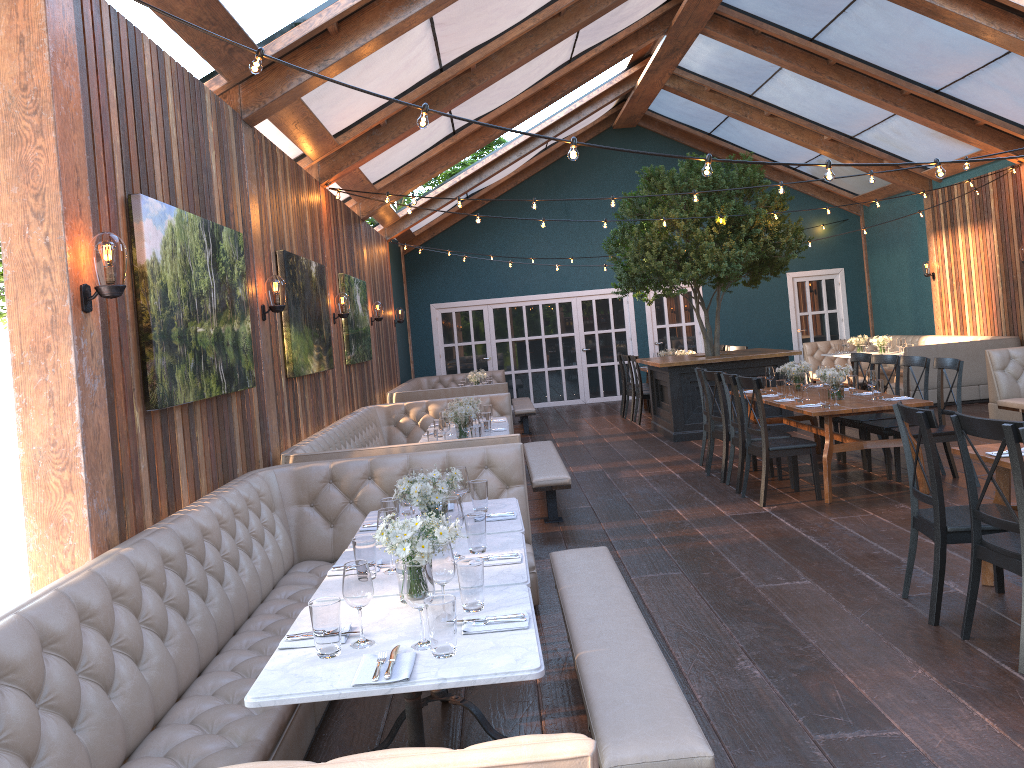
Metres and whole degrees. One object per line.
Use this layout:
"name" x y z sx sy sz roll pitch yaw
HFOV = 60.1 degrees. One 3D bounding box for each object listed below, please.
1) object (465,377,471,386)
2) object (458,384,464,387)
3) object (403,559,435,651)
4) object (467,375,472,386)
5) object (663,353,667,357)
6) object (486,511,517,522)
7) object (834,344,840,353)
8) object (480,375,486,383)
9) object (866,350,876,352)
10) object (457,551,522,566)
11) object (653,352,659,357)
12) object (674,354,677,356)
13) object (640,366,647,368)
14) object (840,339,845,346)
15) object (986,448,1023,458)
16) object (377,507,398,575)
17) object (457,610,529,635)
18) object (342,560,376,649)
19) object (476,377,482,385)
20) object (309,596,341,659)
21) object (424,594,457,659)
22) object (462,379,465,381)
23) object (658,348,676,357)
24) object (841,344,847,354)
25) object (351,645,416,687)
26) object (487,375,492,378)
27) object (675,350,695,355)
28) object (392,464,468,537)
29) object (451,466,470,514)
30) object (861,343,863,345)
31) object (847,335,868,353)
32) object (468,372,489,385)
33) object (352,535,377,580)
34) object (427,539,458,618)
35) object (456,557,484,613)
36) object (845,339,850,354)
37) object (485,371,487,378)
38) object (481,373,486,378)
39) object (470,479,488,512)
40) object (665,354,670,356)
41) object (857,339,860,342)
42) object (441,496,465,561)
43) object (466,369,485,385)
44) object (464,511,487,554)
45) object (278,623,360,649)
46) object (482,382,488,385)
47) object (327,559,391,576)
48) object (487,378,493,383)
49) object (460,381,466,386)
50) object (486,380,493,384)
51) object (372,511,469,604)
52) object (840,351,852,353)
"object" -0.656 0.026 13.247 0.092 0.244 0.092 -5 0 -43
"object" -0.753 0.083 13.158 0.092 0.158 0.091 -5 1 -15
"object" -0.268 0.644 2.587 0.092 0.244 0.092 -5 0 41
"object" -0.662 -0.020 14.014 0.092 0.244 0.092 -5 0 -43
"object" 2.500 -0.380 14.381 0.092 0.244 0.092 -5 0 41
"object" -0.104 0.639 4.277 0.255 0.019 0.158 -5 3 -1
"object" 5.612 -0.608 15.263 0.092 0.158 0.091 -5 1 -15
"object" -0.436 -0.004 13.419 0.092 0.244 0.092 -5 0 -43
"object" 6.046 -0.561 14.995 0.255 0.019 0.158 -5 3 -1
"object" -0.088 0.686 3.476 0.255 0.019 0.158 -5 3 -1
"object" 2.440 -0.410 14.953 0.092 0.244 0.092 -5 0 41
"object" 2.783 -0.450 15.113 0.092 0.244 0.092 -5 0 41
"object" 2.312 -0.291 15.044 0.255 0.019 0.158 -5 3 -1
"object" 5.675 -0.652 15.177 0.092 0.244 0.092 -5 0 41
"object" 2.529 0.339 4.431 0.255 0.019 0.158 -5 3 -1
"object" -0.476 0.610 3.443 0.092 0.244 0.092 -5 0 41
"object" -0.074 0.731 2.726 0.255 0.019 0.158 -5 3 -1
"object" -0.457 0.657 2.647 0.092 0.244 0.092 -5 0 41
"object" -0.491 0.015 13.179 0.092 0.244 0.092 -5 0 -43
"object" -0.540 0.711 2.580 0.092 0.158 0.091 -5 1 -15
"object" -0.197 0.686 2.500 0.092 0.158 0.091 -5 1 -15
"object" -0.776 -0.011 14.729 0.092 0.158 0.091 -5 1 -15
"object" 2.603 -0.445 14.747 0.329 0.309 0.336 -5 2 -3
"object" 5.584 -0.582 14.867 0.092 0.158 0.091 -5 1 -15
"object" -0.349 0.772 2.447 0.157 0.019 0.255 -5 3 -1
"object" -0.377 -0.065 15.026 0.092 0.158 0.091 -5 1 -15
"object" 2.690 -0.389 13.716 0.328 0.309 0.337 -5 2 14
"object" -0.373 0.533 4.018 0.328 0.309 0.337 -4 2 21
"object" -0.252 0.533 4.369 0.092 0.244 0.092 -5 0 -43
"object" 5.988 -0.635 15.153 0.092 0.158 0.091 -5 1 -15
"object" 5.773 -0.666 14.739 0.337 0.309 0.328 -6 2 -36
"object" -0.547 -0.049 13.780 0.335 0.309 0.330 -4 2 41
"object" -0.558 0.664 3.376 0.092 0.158 0.091 -5 1 -15
"object" -0.222 0.626 2.818 0.092 0.244 0.092 -5 0 41
"object" -0.132 0.657 2.884 0.092 0.158 0.091 -5 1 -15
"object" 5.667 -0.636 14.935 0.092 0.244 0.092 -5 0 41
"object" -0.457 -0.095 14.942 0.092 0.244 0.092 -5 0 41
"object" -0.457 -0.047 14.150 0.092 0.244 0.092 -5 0 -43
"object" -0.162 0.564 4.435 0.092 0.158 0.091 -5 1 -15
"object" 2.440 -0.340 13.808 0.092 0.244 0.092 -5 0 -43
"object" 5.898 -0.666 15.087 0.092 0.244 0.092 -5 0 41
"object" -0.236 0.581 3.568 0.092 0.244 0.092 -5 0 41
"object" -0.577 -0.097 14.612 0.337 0.309 0.328 -6 2 -36
"object" -0.146 0.612 3.635 0.092 0.158 0.091 -5 1 -15
"object" -0.586 0.776 2.737 0.255 0.019 0.158 -5 3 -1
"object" -0.390 0.056 13.074 0.092 0.158 0.091 -5 1 -15
"object" -0.604 0.729 3.534 0.255 0.019 0.158 -5 3 -1
"object" -0.354 -0.019 14.241 0.092 0.158 0.091 -5 1 -15
"object" -0.769 0.036 13.953 0.092 0.158 0.091 -5 1 -15
"object" -0.337 0.026 13.485 0.092 0.158 0.091 -5 1 -15
"object" -0.334 0.588 3.066 0.330 0.309 0.335 -6 2 -27
"object" 5.776 -0.556 15.315 0.157 0.019 0.255 -5 3 -1
